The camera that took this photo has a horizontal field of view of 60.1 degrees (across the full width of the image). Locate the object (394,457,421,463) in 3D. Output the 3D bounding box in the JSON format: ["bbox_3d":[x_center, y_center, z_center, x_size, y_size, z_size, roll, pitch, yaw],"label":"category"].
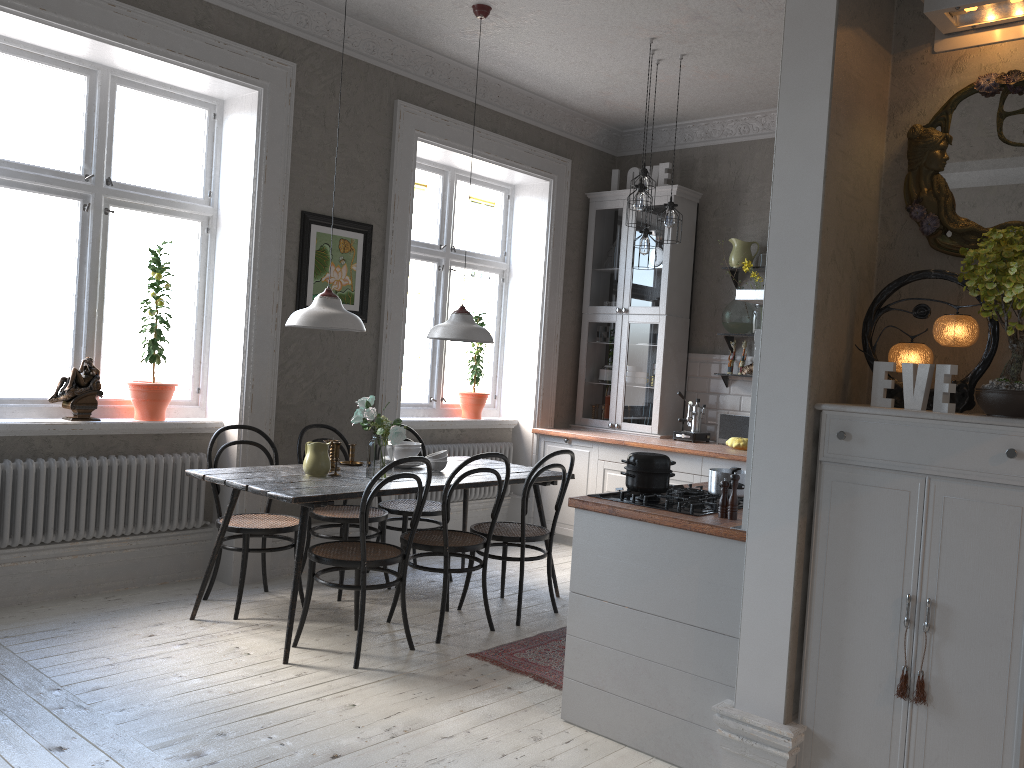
[{"bbox_3d":[-0.605,0.433,4.969,0.241,0.027,0.233,3,2,-26],"label":"object"}]

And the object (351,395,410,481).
[{"bbox_3d":[-0.652,0.267,4.399,0.305,0.414,0.257,5,2,40],"label":"object"}]

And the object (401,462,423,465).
[{"bbox_3d":[-0.605,0.441,4.969,0.236,0.027,0.239,4,1,9],"label":"object"}]

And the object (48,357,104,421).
[{"bbox_3d":[-2.238,0.022,4.548,0.117,0.329,0.242,5,2,43],"label":"object"}]

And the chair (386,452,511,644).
[{"bbox_3d":[-0.308,0.771,4.436,0.447,0.920,0.537,3,2,-41],"label":"chair"}]

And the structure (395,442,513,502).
[{"bbox_3d":[-0.422,0.650,6.505,0.145,0.428,1.249,5,2,40],"label":"structure"}]

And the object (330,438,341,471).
[{"bbox_3d":[-0.939,0.364,4.630,0.094,0.172,0.097,4,1,23],"label":"object"}]

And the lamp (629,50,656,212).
[{"bbox_3d":[0.848,-1.930,5.390,0.144,1.735,0.149,4,1,28],"label":"lamp"}]

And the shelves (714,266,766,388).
[{"bbox_3d":[2.083,-0.360,6.240,1.288,0.923,0.233,5,2,41],"label":"shelves"}]

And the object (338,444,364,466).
[{"bbox_3d":[-0.886,0.390,4.909,0.137,0.112,0.142,4,2,24],"label":"object"}]

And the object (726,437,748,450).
[{"bbox_3d":[1.584,0.413,6.158,0.193,0.083,0.193,5,2,42],"label":"object"}]

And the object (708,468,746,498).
[{"bbox_3d":[0.882,0.377,3.450,0.176,0.134,0.300,4,1,-14],"label":"object"}]

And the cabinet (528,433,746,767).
[{"bbox_3d":[1.175,0.884,5.021,1.991,0.854,4.187,4,1,-2],"label":"cabinet"}]

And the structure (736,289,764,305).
[{"bbox_3d":[1.603,-1.155,4.176,0.698,1.595,0.727,5,2,41],"label":"structure"}]

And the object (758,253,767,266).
[{"bbox_3d":[1.849,-0.893,6.469,0.101,0.111,0.105,5,2,41],"label":"object"}]

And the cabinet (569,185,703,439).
[{"bbox_3d":[0.978,-0.546,7.029,0.861,1.921,0.396,5,2,41],"label":"cabinet"}]

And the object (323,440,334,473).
[{"bbox_3d":[-0.943,0.366,4.536,0.063,0.172,0.061,3,1,-27],"label":"object"}]

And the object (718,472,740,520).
[{"bbox_3d":[0.767,0.391,3.127,0.071,0.167,0.036,5,2,41],"label":"object"}]

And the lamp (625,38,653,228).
[{"bbox_3d":[0.802,-1.798,5.210,0.147,1.735,0.146,4,1,-2],"label":"lamp"}]

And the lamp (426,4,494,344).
[{"bbox_3d":[-0.229,-1.164,4.933,0.387,1.858,0.371,3,2,-41],"label":"lamp"}]

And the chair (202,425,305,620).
[{"bbox_3d":[-1.339,0.696,4.639,0.447,0.920,0.537,3,2,-41],"label":"chair"}]

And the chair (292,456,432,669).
[{"bbox_3d":[-0.667,0.757,4.025,0.538,0.920,0.447,5,2,39],"label":"chair"}]

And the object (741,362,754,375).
[{"bbox_3d":[1.768,-0.115,6.469,0.174,0.111,0.097,4,1,18],"label":"object"}]

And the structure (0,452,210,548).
[{"bbox_3d":[-2.140,0.583,4.570,0.145,0.428,1.249,5,2,40],"label":"structure"}]

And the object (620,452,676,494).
[{"bbox_3d":[0.530,0.345,3.449,0.187,0.147,0.196,4,1,21],"label":"object"}]

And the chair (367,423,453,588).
[{"bbox_3d":[-0.622,0.724,5.425,0.447,0.920,0.538,3,2,-36],"label":"chair"}]

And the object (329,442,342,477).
[{"bbox_3d":[-0.877,0.376,4.429,0.060,0.167,0.058,3,2,-35],"label":"object"}]

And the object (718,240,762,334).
[{"bbox_3d":[1.657,-0.708,6.531,0.332,0.674,0.340,4,1,10],"label":"object"}]

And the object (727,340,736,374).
[{"bbox_3d":[1.647,-0.203,6.633,0.053,0.264,0.062,4,1,13],"label":"object"}]

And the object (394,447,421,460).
[{"bbox_3d":[-0.603,0.397,4.968,0.176,0.094,0.183,5,2,32],"label":"object"}]

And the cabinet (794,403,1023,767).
[{"bbox_3d":[1.256,0.731,2.676,0.652,1.297,0.392,5,2,41],"label":"cabinet"}]

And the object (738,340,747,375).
[{"bbox_3d":[1.714,-0.196,6.553,0.062,0.264,0.052,4,1,-13],"label":"object"}]

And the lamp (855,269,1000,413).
[{"bbox_3d":[1.304,-0.081,2.794,0.175,0.558,0.440,3,2,-41],"label":"lamp"}]

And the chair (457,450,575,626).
[{"bbox_3d":[0.034,0.785,4.793,0.538,0.920,0.447,5,2,39],"label":"chair"}]

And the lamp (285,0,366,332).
[{"bbox_3d":[-0.836,-1.188,4.251,0.382,1.858,0.376,4,1,-11],"label":"lamp"}]

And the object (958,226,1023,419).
[{"bbox_3d":[1.463,-0.179,2.551,0.344,0.553,0.294,3,1,-15],"label":"object"}]

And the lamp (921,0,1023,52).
[{"bbox_3d":[1.491,-1.178,2.735,0.407,0.171,0.224,5,2,41],"label":"lamp"}]

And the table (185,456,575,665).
[{"bbox_3d":[-0.632,0.834,4.739,0.886,0.735,1.960,5,2,42],"label":"table"}]

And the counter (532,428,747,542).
[{"bbox_3d":[0.771,0.441,5.192,3.095,0.039,3.462,5,2,41],"label":"counter"}]

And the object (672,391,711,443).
[{"bbox_3d":[1.316,0.241,6.557,0.201,0.370,0.361,5,2,42],"label":"object"}]

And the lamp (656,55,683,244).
[{"bbox_3d":[1.020,-1.739,5.443,0.144,1.735,0.149,4,1,28],"label":"lamp"}]

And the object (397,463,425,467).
[{"bbox_3d":[-0.606,0.450,4.970,0.242,0.027,0.233,3,2,-31],"label":"object"}]

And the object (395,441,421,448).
[{"bbox_3d":[-0.602,0.377,4.968,0.176,0.094,0.183,5,2,32],"label":"object"}]

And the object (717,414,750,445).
[{"bbox_3d":[1.655,0.341,6.374,0.344,0.226,0.090,5,2,41],"label":"object"}]

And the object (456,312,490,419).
[{"bbox_3d":[-0.281,-0.144,6.746,0.264,0.813,0.256,3,1,-21],"label":"object"}]

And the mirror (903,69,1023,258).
[{"bbox_3d":[1.512,-0.698,2.810,0.521,0.593,0.072,5,2,41],"label":"mirror"}]

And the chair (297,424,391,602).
[{"bbox_3d":[-0.965,0.710,5.065,0.538,0.920,0.447,5,2,39],"label":"chair"}]

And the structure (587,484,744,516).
[{"bbox_3d":[0.676,0.443,3.511,0.486,0.031,0.618,5,2,41],"label":"structure"}]

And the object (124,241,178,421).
[{"bbox_3d":[-1.952,-0.297,4.841,0.272,0.991,0.268,4,1,-9],"label":"object"}]

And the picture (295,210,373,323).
[{"bbox_3d":[-1.073,-0.701,5.390,0.019,0.619,0.532,5,2,42],"label":"picture"}]

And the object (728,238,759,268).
[{"bbox_3d":[1.696,-0.958,6.527,0.176,0.216,0.187,3,2,-35],"label":"object"}]

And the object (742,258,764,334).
[{"bbox_3d":[1.751,-0.629,6.386,0.188,0.540,0.286,5,2,33],"label":"object"}]

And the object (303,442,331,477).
[{"bbox_3d":[-0.974,0.368,4.401,0.149,0.170,0.136,4,1,3],"label":"object"}]

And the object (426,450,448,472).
[{"bbox_3d":[-0.415,0.420,4.861,0.130,0.119,0.122,3,2,-33],"label":"object"}]

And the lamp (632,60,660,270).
[{"bbox_3d":[0.884,-1.592,5.562,0.146,1.735,0.147,4,1,8],"label":"lamp"}]

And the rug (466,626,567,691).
[{"bbox_3d":[0.487,1.278,4.308,0.721,0.014,1.316,5,2,42],"label":"rug"}]
